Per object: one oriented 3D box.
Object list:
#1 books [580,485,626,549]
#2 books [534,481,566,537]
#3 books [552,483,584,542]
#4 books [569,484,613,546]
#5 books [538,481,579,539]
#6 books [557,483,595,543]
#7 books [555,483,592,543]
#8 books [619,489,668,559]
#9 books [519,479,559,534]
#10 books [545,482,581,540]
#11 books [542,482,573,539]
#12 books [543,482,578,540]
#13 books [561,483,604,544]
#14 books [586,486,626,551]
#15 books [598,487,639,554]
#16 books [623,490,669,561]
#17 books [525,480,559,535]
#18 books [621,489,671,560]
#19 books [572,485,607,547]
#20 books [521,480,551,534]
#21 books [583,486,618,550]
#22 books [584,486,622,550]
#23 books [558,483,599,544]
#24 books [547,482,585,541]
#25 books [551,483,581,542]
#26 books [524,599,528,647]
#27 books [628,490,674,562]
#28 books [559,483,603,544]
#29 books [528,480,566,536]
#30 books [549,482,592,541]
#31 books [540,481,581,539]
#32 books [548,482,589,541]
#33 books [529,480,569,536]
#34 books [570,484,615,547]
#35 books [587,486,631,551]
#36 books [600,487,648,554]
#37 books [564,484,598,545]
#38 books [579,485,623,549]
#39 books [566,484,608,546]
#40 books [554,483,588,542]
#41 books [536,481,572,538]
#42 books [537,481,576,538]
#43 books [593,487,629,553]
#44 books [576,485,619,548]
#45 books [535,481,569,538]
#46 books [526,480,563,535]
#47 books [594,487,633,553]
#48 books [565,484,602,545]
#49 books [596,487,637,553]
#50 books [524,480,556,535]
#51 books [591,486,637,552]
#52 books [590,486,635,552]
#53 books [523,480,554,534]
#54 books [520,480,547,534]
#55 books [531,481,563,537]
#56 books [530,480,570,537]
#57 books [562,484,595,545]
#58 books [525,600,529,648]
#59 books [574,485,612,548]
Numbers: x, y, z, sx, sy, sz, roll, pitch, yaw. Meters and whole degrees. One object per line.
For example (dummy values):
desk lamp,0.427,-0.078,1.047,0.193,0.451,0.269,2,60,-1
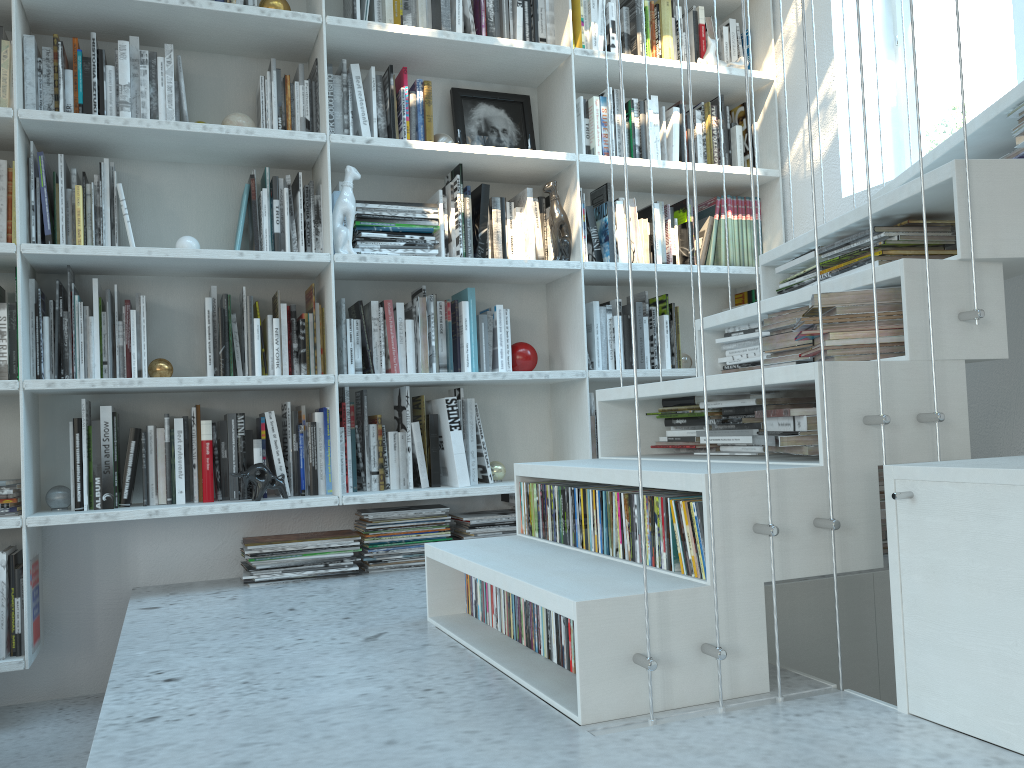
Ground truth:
books,0.204,0.277,1.851,0.125,0.125,0.010,-1,-2,-21
books,0.112,0.293,2.090,0.125,0.125,0.008,-1,-2,-21
books,0.151,0.286,1.988,0.125,0.125,0.008,-1,-2,-21
books,0.182,0.281,1.908,0.125,0.125,0.012,-1,-2,-21
books,0.123,0.291,2.061,0.125,0.125,0.008,-1,-2,-21
books,0.160,0.285,1.967,0.125,0.125,0.008,-1,-2,-21
books,0.157,0.285,1.974,0.125,0.125,0.008,-1,-2,-21
books,0.265,0.266,1.694,0.125,0.125,0.007,-1,-2,-21
books,0.079,0.299,2.174,0.125,0.125,0.008,-1,-2,-21
books,0.137,0.289,2.026,0.125,0.125,0.010,-1,-2,-21
books,0.129,0.290,2.045,0.125,0.125,0.010,-1,-2,-21
books,0.133,0.290,2.035,0.125,0.125,0.010,-1,-2,-21
books,0.168,0.283,1.945,0.125,0.125,0.007,-1,-2,-21
books,0.213,0.275,1.829,0.125,0.125,0.007,-1,-2,-21
books,0.233,0.272,1.778,0.125,0.125,0.007,-1,-2,-21
books,0.272,0.265,1.675,0.125,0.125,0.018,-1,-2,-21
books,0.093,0.297,2.138,0.125,0.125,0.008,-1,-2,-21
books,0.269,0.266,1.685,0.125,0.125,0.012,-1,-2,-21
books,0.189,0.280,1.891,0.125,0.125,0.009,-1,-2,-21
books,0.085,0.298,2.160,0.125,0.125,0.009,-1,-2,-21
books,0.207,0.276,1.843,0.125,0.125,0.007,-1,-2,-21
books,0.210,0.276,1.836,0.125,0.125,0.007,-1,-2,-21
books,0.163,0.284,1.959,0.125,0.125,0.008,-1,-2,-21
books,0.140,0.288,2.017,0.125,0.125,0.007,-1,-2,-21
books,0.149,0.287,1.995,0.125,0.125,0.007,-1,-2,-21
books,0.084,0.452,1.764,0.125,0.125,0.008,-1,-2,-21
books,0.277,0.264,1.662,0.125,0.125,0.009,-1,-2,-21
books,0.165,0.284,1.952,0.125,0.125,0.007,-1,-2,-21
books,0.099,0.296,2.124,0.125,0.125,0.007,-1,-2,-21
books,0.146,0.287,2.003,0.125,0.125,0.009,-1,-2,-21
books,0.126,0.291,2.054,0.125,0.125,0.008,-1,-2,-21
books,0.143,0.288,2.009,0.125,0.125,0.009,-1,-2,-21
books,0.101,0.295,2.117,0.125,0.125,0.008,-1,-2,-21
books,0.186,0.280,1.898,0.125,0.125,0.010,-1,-2,-21
books,0.216,0.275,1.822,0.125,0.125,0.010,-1,-2,-21
books,0.235,0.271,1.771,0.125,0.125,0.008,-1,-2,-21
books,0.173,0.282,1.931,0.125,0.125,0.008,-1,-2,-21
books,0.200,0.278,1.862,0.125,0.125,0.014,-1,-2,-21
books,0.178,0.282,1.918,0.125,0.125,0.008,-1,-2,-21
books,0.154,0.286,1.981,0.125,0.125,0.008,-1,-2,-21
books,0.117,0.292,2.076,0.125,0.125,0.007,-1,-2,-21
books,0.120,0.292,2.069,0.125,0.125,0.007,-1,-2,-21
books,0.224,0.273,1.799,0.125,0.125,0.008,-1,-2,-21
books,0.196,0.278,1.873,0.125,0.125,0.010,-1,-2,-21
books,0.115,0.293,2.082,0.125,0.125,0.007,-1,-2,-21
books,0.096,0.296,2.131,0.125,0.125,0.009,-1,-2,-21
books,0.227,0.273,1.792,0.125,0.125,0.008,-1,-2,-21
books,0.176,0.282,1.924,0.125,0.125,0.008,-1,-2,-21
books,0.230,0.272,1.785,0.125,0.125,0.008,-1,-2,-21
books,0.091,0.297,2.145,0.125,0.125,0.007,-1,-2,-21
books,0.222,0.274,1.805,0.125,0.125,0.008,-1,-2,-21
books,0.219,0.274,1.813,0.125,0.125,0.008,-1,-2,-21
books,0.088,0.298,2.152,0.125,0.125,0.008,-1,-2,-21
books,0.082,0.299,2.167,0.125,0.125,0.008,-1,-2,-21
books,0.108,0.294,2.100,0.125,0.125,0.012,-1,-2,-21
books,0.105,0.295,2.109,0.125,0.125,0.010,-1,-2,-21
books,0.171,0.283,1.938,0.125,0.125,0.007,-1,-2,-21
books,0.087,0.451,1.756,0.125,0.125,0.008,-1,-2,-21
books,0.192,0.279,1.882,0.125,0.125,0.007,-1,-2,-21
